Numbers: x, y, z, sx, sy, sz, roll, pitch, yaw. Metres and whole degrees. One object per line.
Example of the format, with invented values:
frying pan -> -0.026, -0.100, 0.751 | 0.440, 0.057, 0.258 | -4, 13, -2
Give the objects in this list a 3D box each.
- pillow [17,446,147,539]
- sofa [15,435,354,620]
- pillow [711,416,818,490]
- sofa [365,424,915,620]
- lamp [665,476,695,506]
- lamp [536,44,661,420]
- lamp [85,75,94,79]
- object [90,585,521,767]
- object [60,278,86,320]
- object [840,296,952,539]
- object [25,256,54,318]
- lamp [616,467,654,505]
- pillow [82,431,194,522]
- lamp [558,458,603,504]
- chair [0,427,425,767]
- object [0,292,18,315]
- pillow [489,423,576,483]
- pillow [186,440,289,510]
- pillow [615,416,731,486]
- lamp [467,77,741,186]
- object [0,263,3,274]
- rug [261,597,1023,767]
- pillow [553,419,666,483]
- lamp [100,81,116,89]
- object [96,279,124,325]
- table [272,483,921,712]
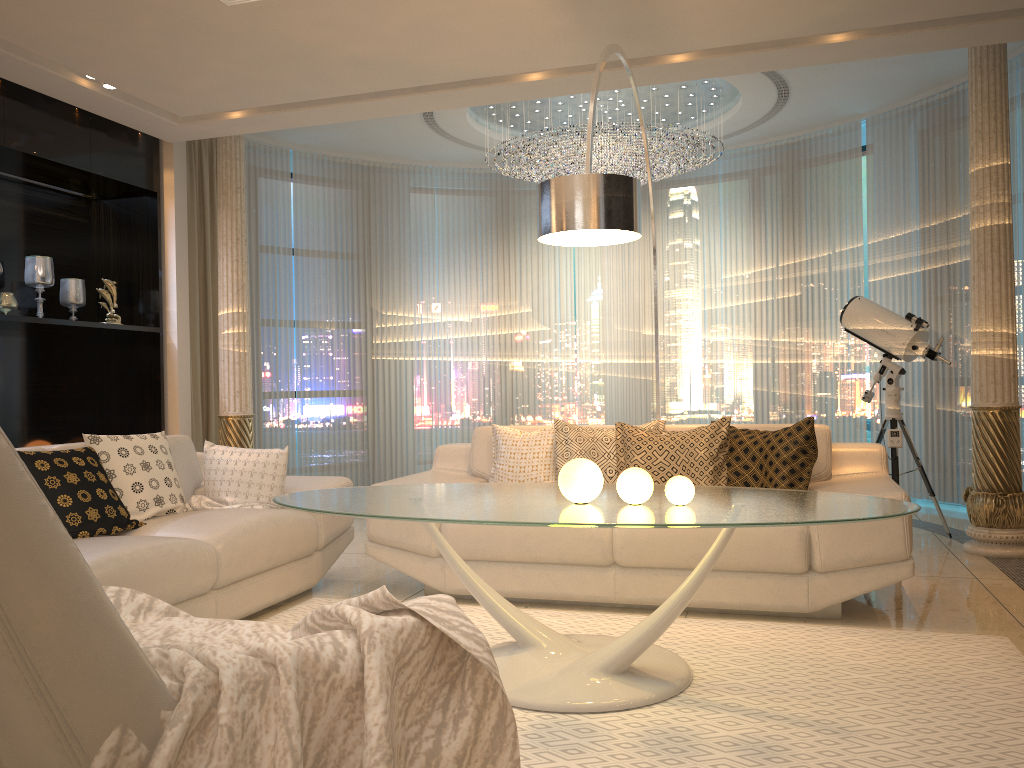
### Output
pillow -> -1.734, 0.422, 3.533 | 0.323, 0.355, 0.524 | -1, 0, 18
sofa -> -1.667, 0.627, 3.577 | 1.145, 0.754, 2.328 | -1, 0, 17
pillow -> 1.138, 0.362, 4.054 | 0.301, 0.436, 0.575 | -1, 0, -42
sofa -> 0.587, 0.583, 4.239 | 2.328, 0.754, 1.145 | -1, 0, 17
lamp -> 0.517, 0.328, 2.735 | 0.090, 0.091, 0.090 | -1, 0, -22
lamp -> 0.538, -0.300, 4.134 | 0.393, 2.519, 2.009 | -1, 0, 17
lamp -> -2.248, -1.705, 4.761 | 0.107, 0.127, 0.107 | -1, 0, -2
object -> -0.528, 0.675, 1.505 | 0.972, 0.580, 1.347 | -1, 0, -36
object -> -2.829, -0.513, 5.716 | 0.147, 0.317, 0.147 | -1, 0, 19
object -> 2.222, 0.195, 5.172 | 0.616, 1.471, 0.570 | -1, 0, 23
object -> -2.913, -0.567, 5.471 | 0.156, 0.426, 0.156 | -1, 0, 22
lamp -> 0.385, 0.319, 2.776 | 0.115, 0.115, 0.115 | -1, 0, 43
pillow -> -1.640, 0.407, 3.983 | 0.255, 0.399, 0.526 | -1, 0, 17
lamp -> 0.219, 0.309, 2.827 | 0.143, 0.143, 0.143 | -1, 0, 2
chair -> -0.745, 0.482, 1.516 | 1.027, 0.991, 0.983 | -1, 0, 16
object -> -2.909, -0.445, 5.094 | 0.119, 0.154, 0.119 | -1, 0, 27
pillow -> 0.090, 0.391, 4.451 | 0.463, 0.380, 0.222 | -1, 0, 22
pillow -> -1.310, 0.429, 4.184 | 0.521, 0.325, 0.281 | -1, 0, 27
pillow -> 0.761, 0.370, 4.196 | 0.575, 0.436, 0.301 | -1, 0, 23
lamp -> 0.707, -1.842, 6.898 | 2.109, 0.685, 2.109 | -1, 0, -28
object -> -2.961, -0.558, 4.973 | 0.181, 0.381, 0.181 | -1, 0, 11
rug -> 0.216, 0.958, 2.913 | 2.900, 0.020, 1.661 | -1, 0, 17
pillow -> 0.478, 0.381, 4.361 | 0.587, 0.429, 0.288 | -1, 0, -8
lamp -> -2.214, -1.693, 4.886 | 0.107, 0.127, 0.107 | -1, 0, -2
object -> -2.581, -0.520, 5.684 | 0.116, 0.293, 0.182 | -1, 0, 14
table -> 0.189, 0.664, 2.931 | 2.140, 0.565, 0.999 | -1, 0, 16
